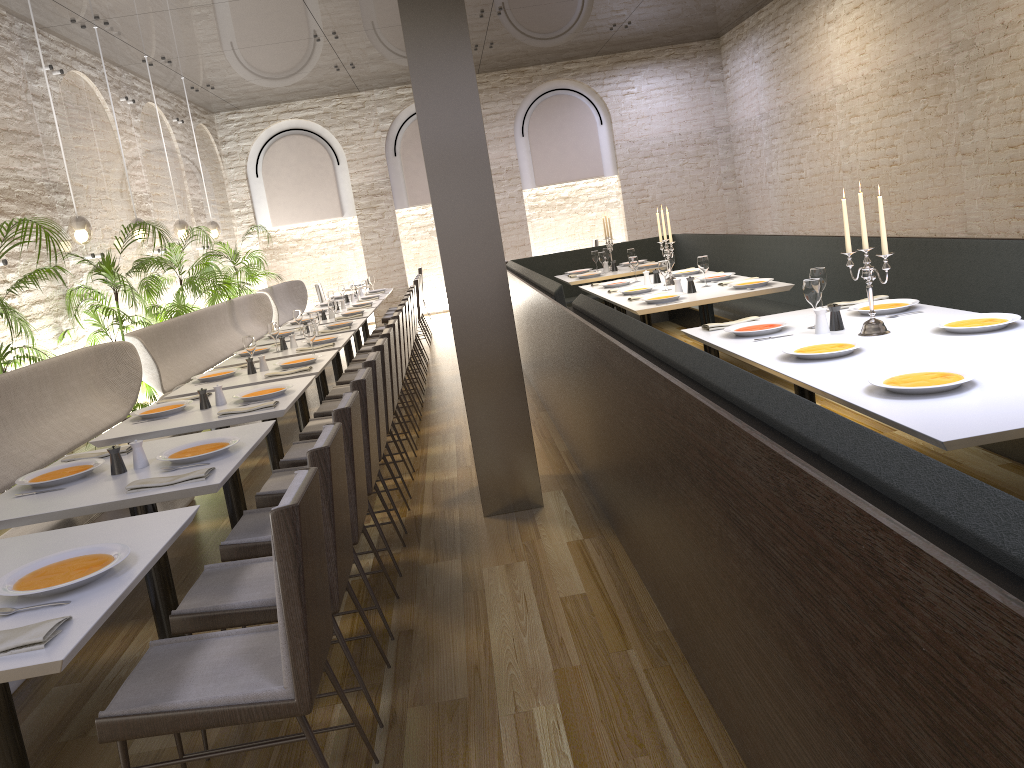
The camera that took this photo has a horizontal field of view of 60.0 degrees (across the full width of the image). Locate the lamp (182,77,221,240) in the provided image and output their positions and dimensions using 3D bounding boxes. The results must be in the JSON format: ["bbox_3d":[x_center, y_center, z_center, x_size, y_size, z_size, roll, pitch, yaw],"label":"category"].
[{"bbox_3d":[-3.974,-2.851,11.259,0.178,2.029,0.178,-13,9,-24],"label":"lamp"}]

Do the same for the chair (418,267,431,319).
[{"bbox_3d":[-1.773,-1.555,15.530,0.566,0.900,0.414,-9,9,-3],"label":"chair"}]

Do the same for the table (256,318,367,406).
[{"bbox_3d":[-1.785,-0.114,8.195,0.936,0.755,1.016,-9,10,-3],"label":"table"}]

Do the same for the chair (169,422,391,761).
[{"bbox_3d":[-0.761,0.641,2.865,0.566,0.900,0.414,-9,9,-3],"label":"chair"}]

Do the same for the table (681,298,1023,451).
[{"bbox_3d":[1.600,0.206,3.589,1.101,0.755,2.554,-9,10,-3],"label":"table"}]

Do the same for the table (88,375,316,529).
[{"bbox_3d":[-1.527,0.481,4.776,0.936,0.755,1.016,-9,10,-3],"label":"table"}]

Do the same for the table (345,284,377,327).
[{"bbox_3d":[-2.405,-1.378,15.511,0.936,0.755,1.016,-9,10,-3],"label":"table"}]

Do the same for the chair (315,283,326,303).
[{"bbox_3d":[-3.065,-1.338,15.461,0.566,0.900,0.414,-9,9,-3],"label":"chair"}]

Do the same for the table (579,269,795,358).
[{"bbox_3d":[1.325,-0.428,7.232,1.101,0.755,2.554,-9,10,-3],"label":"table"}]

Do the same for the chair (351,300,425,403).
[{"bbox_3d":[-1.152,-0.258,8.028,0.566,0.900,0.414,-9,9,-3],"label":"chair"}]

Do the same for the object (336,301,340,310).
[{"bbox_3d":[-2.046,-0.915,10.328,0.059,0.109,0.060,-4,10,32],"label":"object"}]

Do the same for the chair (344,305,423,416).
[{"bbox_3d":[-1.110,-0.161,7.470,0.566,0.900,0.414,-9,9,-3],"label":"chair"}]

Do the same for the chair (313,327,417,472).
[{"bbox_3d":[-0.981,0.135,5.769,0.566,0.900,0.414,-9,9,-3],"label":"chair"}]

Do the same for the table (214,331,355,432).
[{"bbox_3d":[-1.698,0.085,7.047,0.936,0.755,1.016,-9,10,-3],"label":"table"}]

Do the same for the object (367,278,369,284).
[{"bbox_3d":[-2.495,-1.784,15.381,0.059,0.109,0.060,-9,9,-1],"label":"object"}]

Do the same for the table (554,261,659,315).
[{"bbox_3d":[1.134,-0.868,9.760,1.101,0.755,1.195,-10,10,-3],"label":"table"}]

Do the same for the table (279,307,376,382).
[{"bbox_3d":[-1.873,-0.316,9.353,0.936,0.755,1.016,-9,10,-3],"label":"table"}]

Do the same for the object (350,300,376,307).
[{"bbox_3d":[-1.756,-0.936,10.414,0.321,0.036,0.324,-2,13,34],"label":"object"}]

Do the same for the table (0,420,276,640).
[{"bbox_3d":[-1.433,0.696,3.539,0.936,0.755,1.016,-9,10,-3],"label":"table"}]

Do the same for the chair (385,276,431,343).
[{"bbox_3d":[-1.472,-0.994,12.257,0.566,0.900,0.414,-9,9,-3],"label":"chair"}]

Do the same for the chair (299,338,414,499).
[{"bbox_3d":[-0.939,0.233,5.209,0.566,0.900,0.414,-9,9,-3],"label":"chair"}]

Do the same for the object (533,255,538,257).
[{"bbox_3d":[0.321,-2.231,15.605,0.321,0.036,0.324,-3,12,32],"label":"object"}]

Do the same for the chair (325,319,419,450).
[{"bbox_3d":[-1.023,0.038,6.328,0.566,0.900,0.414,-9,9,-3],"label":"chair"}]

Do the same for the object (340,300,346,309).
[{"bbox_3d":[-1.980,-0.934,10.377,0.059,0.109,0.060,-4,10,32],"label":"object"}]

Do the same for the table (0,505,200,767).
[{"bbox_3d":[-1.340,0.911,2.302,0.936,0.755,1.016,-9,10,-3],"label":"table"}]

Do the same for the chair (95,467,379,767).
[{"bbox_3d":[-0.719,0.738,2.306,0.566,0.900,0.414,-9,9,-3],"label":"chair"}]

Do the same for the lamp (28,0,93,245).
[{"bbox_3d":[-3.659,-2.127,7.100,0.177,2.029,0.179,-6,9,18],"label":"lamp"}]

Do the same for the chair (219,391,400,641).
[{"bbox_3d":[-0.806,0.539,3.453,0.566,0.900,0.414,-9,9,-3],"label":"chair"}]

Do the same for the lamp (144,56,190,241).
[{"bbox_3d":[-3.870,-2.612,9.887,0.178,2.029,0.178,-13,9,-24],"label":"lamp"}]

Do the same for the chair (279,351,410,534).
[{"bbox_3d":[-0.894,0.335,4.622,0.566,0.900,0.414,-9,9,-3],"label":"chair"}]

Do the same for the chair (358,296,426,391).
[{"bbox_3d":[-1.196,-0.360,8.613,0.566,0.900,0.414,-9,9,-3],"label":"chair"}]

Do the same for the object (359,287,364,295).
[{"bbox_3d":[-2.148,-1.320,12.595,0.059,0.109,0.060,-4,10,32],"label":"object"}]

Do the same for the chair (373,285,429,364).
[{"bbox_3d":[-1.324,-0.655,10.309,0.566,0.900,0.414,-9,9,-3],"label":"chair"}]

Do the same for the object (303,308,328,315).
[{"bbox_3d":[-2.286,-0.848,10.388,0.321,0.036,0.324,-2,13,34],"label":"object"}]

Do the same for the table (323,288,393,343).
[{"bbox_3d":[-2.124,-0.895,12.676,0.936,0.755,1.016,-9,10,-3],"label":"table"}]

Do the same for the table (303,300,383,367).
[{"bbox_3d":[-1.956,-0.509,10.458,0.936,0.755,1.016,-9,10,-3],"label":"table"}]

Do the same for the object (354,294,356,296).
[{"bbox_3d":[-2.214,-1.301,12.546,0.059,0.109,0.060,-4,10,32],"label":"object"}]

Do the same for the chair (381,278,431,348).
[{"bbox_3d":[-1.430,-0.897,11.702,0.566,0.900,0.414,-9,9,-3],"label":"chair"}]

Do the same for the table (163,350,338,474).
[{"bbox_3d":[-1.611,0.286,5.896,0.936,0.755,1.016,-9,10,-3],"label":"table"}]

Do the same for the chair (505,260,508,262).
[{"bbox_3d":[0.205,-1.391,12.965,0.566,0.900,0.414,-9,9,-3],"label":"chair"}]

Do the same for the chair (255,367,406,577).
[{"bbox_3d":[-0.852,0.433,4.063,0.566,0.900,0.414,-9,9,-3],"label":"chair"}]

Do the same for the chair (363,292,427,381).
[{"bbox_3d":[-1.239,-0.457,9.175,0.566,0.900,0.414,-9,9,-3],"label":"chair"}]

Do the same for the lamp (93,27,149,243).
[{"bbox_3d":[-3.764,-2.368,8.487,0.178,2.029,0.178,-12,9,-18],"label":"lamp"}]

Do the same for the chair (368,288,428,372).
[{"bbox_3d":[-1.283,-0.559,9.758,0.566,0.900,0.414,-9,9,-3],"label":"chair"}]

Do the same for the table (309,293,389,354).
[{"bbox_3d":[-2.039,-0.698,11.549,0.936,0.755,1.016,-9,10,-3],"label":"table"}]

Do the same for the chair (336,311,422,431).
[{"bbox_3d":[-1.068,-0.064,6.916,0.566,0.900,0.414,-9,9,-3],"label":"chair"}]

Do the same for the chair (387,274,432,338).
[{"bbox_3d":[-1.515,-1.093,12.828,0.566,0.900,0.414,-9,9,-3],"label":"chair"}]

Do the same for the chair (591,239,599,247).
[{"bbox_3d":[1.297,-2.072,15.695,0.566,0.900,0.414,-9,9,-3],"label":"chair"}]

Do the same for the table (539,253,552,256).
[{"bbox_3d":[0.650,-1.892,15.675,0.936,0.755,1.016,-9,10,-3],"label":"table"}]
